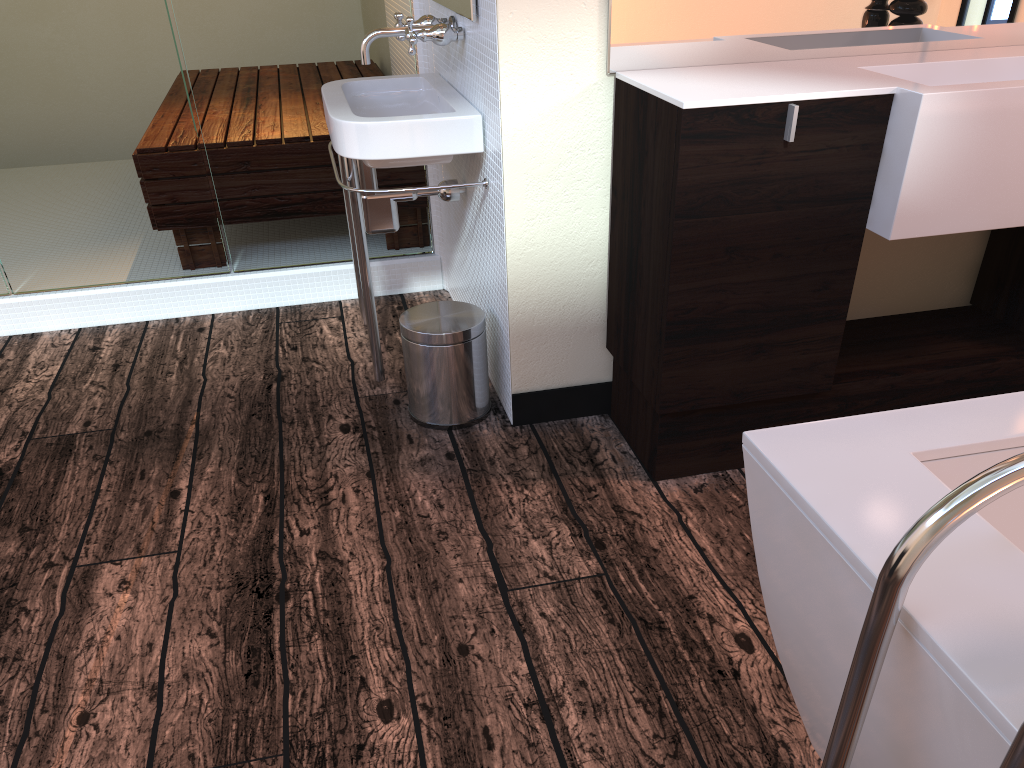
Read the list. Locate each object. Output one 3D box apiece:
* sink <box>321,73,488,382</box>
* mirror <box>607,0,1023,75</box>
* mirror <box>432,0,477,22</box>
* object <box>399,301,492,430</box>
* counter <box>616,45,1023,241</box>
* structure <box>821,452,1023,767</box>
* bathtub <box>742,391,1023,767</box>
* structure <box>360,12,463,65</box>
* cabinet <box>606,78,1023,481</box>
[{"bbox_3d":[-0.292,-0.468,2.442,0.346,0.799,0.669,-8,32,-10],"label":"sink"},{"bbox_3d":[1.745,-1.735,1.631,3.231,1.877,0.011,-8,32,-10],"label":"mirror"},{"bbox_3d":[-0.166,-1.554,1.792,0.011,1.300,0.594,-8,32,-10],"label":"mirror"},{"bbox_3d":[-0.170,-0.055,2.302,0.221,0.312,0.220,24,40,36],"label":"object"},{"bbox_3d":[1.172,-0.612,1.897,1.853,0.301,0.435,-8,32,-10],"label":"counter"},{"bbox_3d":[0.489,0.356,0.767,0.554,1.140,0.377,-1,32,2],"label":"structure"},{"bbox_3d":[1.429,0.397,1.014,2.213,0.706,0.785,-8,32,-10],"label":"bathtub"},{"bbox_3d":[-0.253,-0.932,2.143,0.236,0.124,0.293,-8,32,-10],"label":"structure"},{"bbox_3d":[1.175,-0.344,2.096,1.854,0.940,0.379,-8,32,-10],"label":"cabinet"}]
